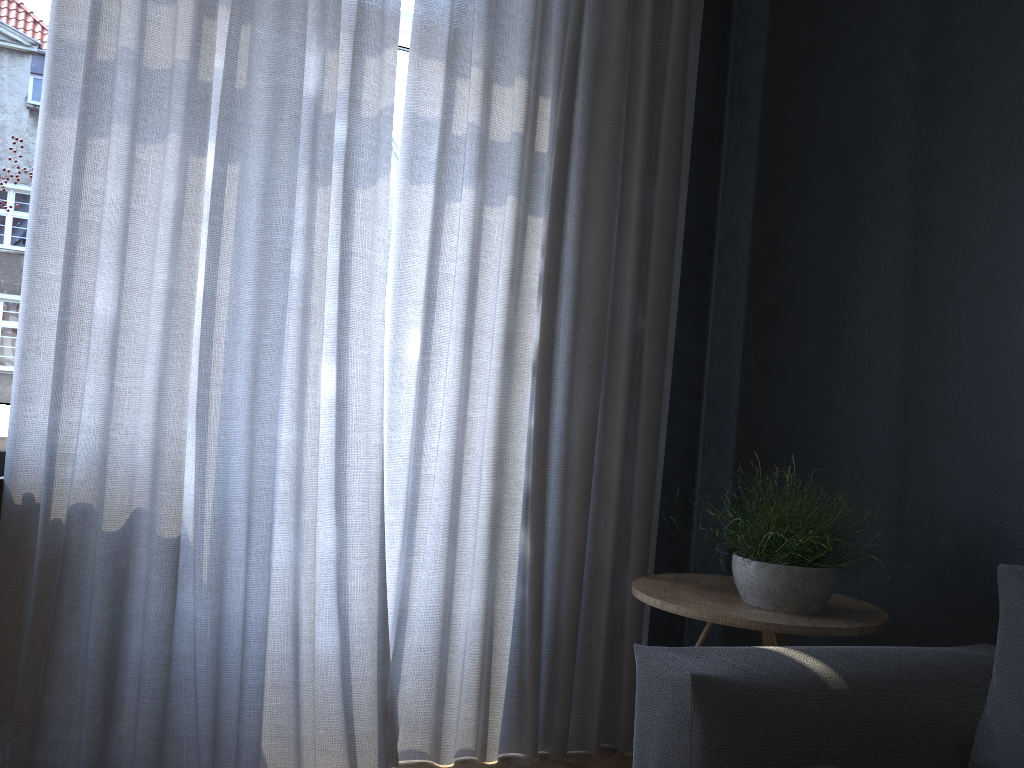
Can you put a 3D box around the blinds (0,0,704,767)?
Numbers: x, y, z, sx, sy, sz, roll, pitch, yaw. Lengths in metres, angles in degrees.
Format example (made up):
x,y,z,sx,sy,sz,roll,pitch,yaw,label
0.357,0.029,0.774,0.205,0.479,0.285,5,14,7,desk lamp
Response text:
x,y,z,sx,sy,sz,roll,pitch,yaw,label
-1.245,-0.435,2.152,3.995,2.787,0.312,6,-2,-22,blinds

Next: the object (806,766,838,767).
x,y,z,sx,sy,sz,roll,pitch,yaw,label
0.515,0.702,1.165,0.490,0.329,0.666,5,-2,-17,object

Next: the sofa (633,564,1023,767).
x,y,z,sx,sy,sz,roll,pitch,yaw,label
1.019,0.703,0.748,0.970,0.798,2.340,6,-2,-23,sofa

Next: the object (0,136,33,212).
x,y,z,sx,sy,sz,roll,pitch,yaw,label
-1.522,-0.302,2.136,0.599,0.809,0.515,3,-2,42,object

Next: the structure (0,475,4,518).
x,y,z,sx,sy,sz,roll,pitch,yaw,label
-1.988,0.452,1.923,1.847,0.600,0.216,6,-2,-22,structure
